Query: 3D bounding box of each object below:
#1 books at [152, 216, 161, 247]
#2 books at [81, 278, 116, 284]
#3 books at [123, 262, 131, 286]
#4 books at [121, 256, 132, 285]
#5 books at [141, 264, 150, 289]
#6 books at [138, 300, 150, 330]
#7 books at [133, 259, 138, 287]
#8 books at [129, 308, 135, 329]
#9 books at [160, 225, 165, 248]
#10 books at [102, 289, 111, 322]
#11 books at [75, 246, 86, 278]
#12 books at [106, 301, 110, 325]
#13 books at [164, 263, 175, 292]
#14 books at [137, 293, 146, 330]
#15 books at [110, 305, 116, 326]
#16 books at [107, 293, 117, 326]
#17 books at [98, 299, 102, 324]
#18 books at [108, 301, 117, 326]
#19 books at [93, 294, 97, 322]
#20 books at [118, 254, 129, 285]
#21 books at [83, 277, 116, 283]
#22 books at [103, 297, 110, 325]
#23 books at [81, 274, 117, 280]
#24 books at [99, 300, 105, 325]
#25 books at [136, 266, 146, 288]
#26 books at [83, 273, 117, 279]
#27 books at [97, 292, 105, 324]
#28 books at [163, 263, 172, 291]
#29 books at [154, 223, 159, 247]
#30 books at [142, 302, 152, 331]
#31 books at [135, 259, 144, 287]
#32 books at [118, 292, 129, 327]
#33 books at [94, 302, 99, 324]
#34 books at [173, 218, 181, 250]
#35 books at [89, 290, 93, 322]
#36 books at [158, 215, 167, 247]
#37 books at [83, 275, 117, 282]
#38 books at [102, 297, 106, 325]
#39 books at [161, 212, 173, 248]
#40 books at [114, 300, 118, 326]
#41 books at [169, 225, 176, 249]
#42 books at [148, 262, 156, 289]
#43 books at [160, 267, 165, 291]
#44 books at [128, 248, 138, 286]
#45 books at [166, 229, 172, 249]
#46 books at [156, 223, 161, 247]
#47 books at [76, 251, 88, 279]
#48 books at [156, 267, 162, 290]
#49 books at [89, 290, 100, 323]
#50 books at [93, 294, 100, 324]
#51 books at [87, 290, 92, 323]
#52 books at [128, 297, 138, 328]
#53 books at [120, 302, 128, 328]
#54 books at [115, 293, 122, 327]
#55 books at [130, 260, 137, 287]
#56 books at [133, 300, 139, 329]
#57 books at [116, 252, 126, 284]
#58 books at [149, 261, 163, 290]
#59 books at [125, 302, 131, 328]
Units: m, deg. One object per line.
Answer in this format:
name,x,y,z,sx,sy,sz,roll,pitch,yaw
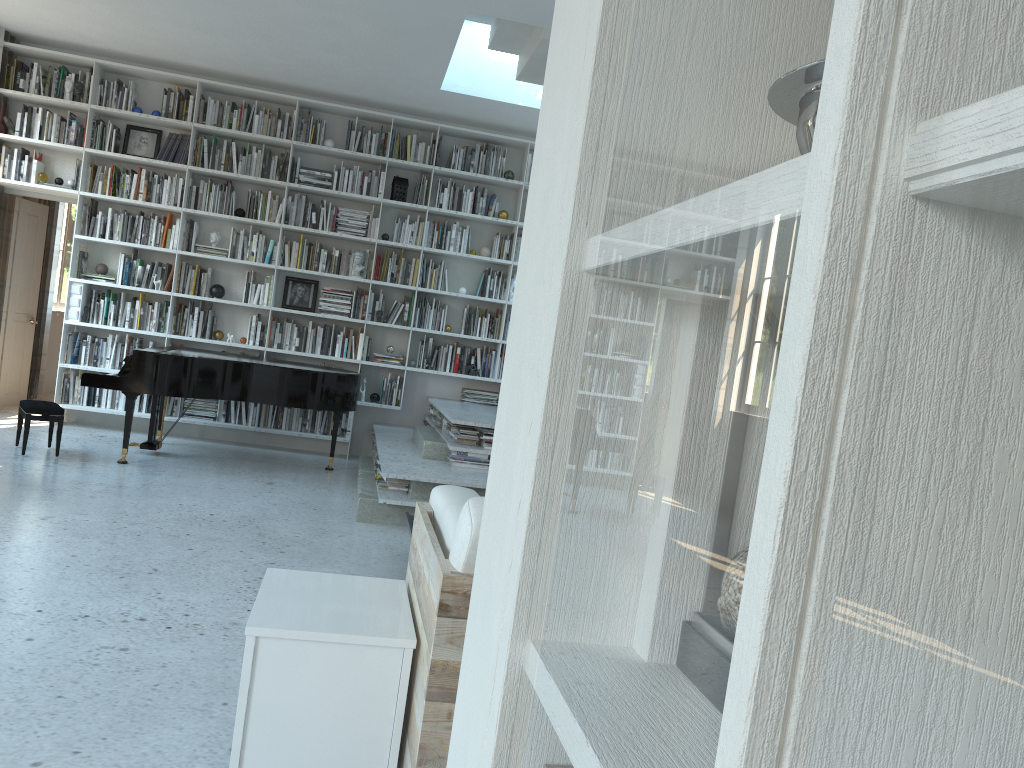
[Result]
books,-3.141,-1.338,7.836,0.015,0.275,0.157,8,3,-10
books,-3.616,-0.900,7.795,0.285,0.012,0.159,8,2,-7
books,-3.371,-0.964,7.806,0.029,0.208,0.189,8,2,-10
books,-3.402,-0.994,7.828,0.031,0.255,0.143,8,3,-10
books,-3.234,-0.950,7.867,0.056,0.214,0.142,8,3,-10
books,-3.264,-0.607,7.861,0.028,0.261,0.181,8,3,-10
books,-3.309,-0.978,7.850,0.022,0.249,0.129,8,3,-10
books,-3.341,-0.578,7.850,0.029,0.181,0.190,8,2,-10
books,-3.088,-1.295,7.857,0.013,0.203,0.161,8,2,-10
books,-3.573,-0.677,7.814,0.006,0.315,0.145,8,3,-10
books,-3.777,-1.060,7.763,0.012,0.285,0.159,8,3,-10
books,-3.550,-0.622,7.838,0.016,0.211,0.145,8,3,-10
books,-3.006,-0.949,7.858,0.082,0.276,0.228,8,2,-10
books,-3.285,-0.642,7.864,0.021,0.323,0.171,8,3,-10
books,-3.500,-0.603,7.817,0.016,0.189,0.183,8,2,-10
books,-3.519,-0.655,7.808,0.007,0.286,0.182,8,3,-10
books,-3.605,-0.633,7.815,0.015,0.218,0.176,8,2,-10
books,-3.514,-0.621,7.818,0.015,0.219,0.190,8,2,-10
books,-3.655,-0.660,7.813,0.022,0.257,0.141,8,3,-10
books,-3.427,-1.005,7.816,0.024,0.273,0.150,8,3,-10
books,-3.615,-0.912,7.799,0.254,0.012,0.160,8,2,-9
books,-3.554,-0.639,7.804,0.009,0.244,0.184,8,2,-10
books,-3.610,-0.936,7.791,0.285,0.012,0.159,8,2,-6
books,-3.589,-0.630,7.805,0.015,0.217,0.180,8,2,-10
books,-3.272,-0.942,7.827,0.029,0.190,0.188,8,2,-10
books,-3.610,-0.948,7.797,0.254,0.012,0.160,8,2,-9
books,-3.610,-0.665,7.805,0.008,0.280,0.164,8,3,-10
books,-3.065,-0.945,7.888,0.021,0.251,0.154,8,3,-10
books,-3.135,-1.309,7.854,0.012,0.217,0.160,8,2,-10
books,-3.238,-0.598,7.871,0.028,0.249,0.158,8,3,-10
books,-3.289,-0.975,7.835,0.011,0.250,0.172,8,3,-10
books,-3.437,-0.654,7.837,0.012,0.306,0.189,8,3,-10
books,-3.626,-0.620,7.785,0.019,0.189,0.193,8,2,-10
books,-2.970,-1.321,7.885,0.027,0.286,0.148,8,3,-10
books,-3.685,-0.680,7.805,0.016,0.290,0.152,8,3,-10
books,-3.098,-1.342,7.867,0.015,0.293,0.143,8,3,-10
books,-3.612,-0.924,7.794,0.254,0.012,0.160,8,2,-13
books,-3.568,-0.640,7.815,0.014,0.243,0.170,8,3,-10
books,-3.056,-1.352,7.859,0.035,0.326,0.170,8,3,-10
books,-3.487,-0.624,7.853,0.016,0.231,0.136,8,3,-10
books,-3.002,-1.294,7.876,0.031,0.223,0.144,8,3,-10
books,-3.199,-0.959,7.873,0.013,0.242,0.141,8,3,-10
books,-3.091,-0.928,7.882,0.027,0.210,0.143,8,3,-10
books,-3.349,-1.027,7.840,0.011,0.336,0.153,8,3,-10
books,-3.034,-1.278,7.872,0.030,0.183,0.151,8,2,-10
books,-3.119,-1.308,7.861,0.021,0.221,0.148,8,3,-10
books,-3.759,-1.036,7.757,0.028,0.243,0.156,8,3,-10
books,-3.117,-0.930,7.867,0.030,0.208,0.172,8,2,-10
books,-3.668,-0.680,7.800,0.014,0.294,0.171,8,3,-10
books,-3.636,-0.660,7.796,0.007,0.264,0.176,8,3,-10
books,-3.697,-0.680,7.804,0.008,0.285,0.159,8,3,-10
books,-3.356,-0.631,7.853,0.014,0.282,0.150,8,3,-10
books,-3.418,-0.614,7.862,0.045,0.230,0.138,8,3,-10
books,-3.451,-0.653,7.822,0.019,0.300,0.179,8,3,-10
books,-3.337,-0.973,7.852,0.030,0.231,0.147,8,3,-10
books,-3.311,-0.611,7.864,0.026,0.254,0.176,8,3,-10
books,-3.444,-1.014,7.813,0.012,0.285,0.159,8,3,-10
books,-3.159,-0.960,7.865,0.060,0.255,0.158,8,3,-10
books,-3.380,-0.608,7.852,0.027,0.230,0.158,8,3,-10
